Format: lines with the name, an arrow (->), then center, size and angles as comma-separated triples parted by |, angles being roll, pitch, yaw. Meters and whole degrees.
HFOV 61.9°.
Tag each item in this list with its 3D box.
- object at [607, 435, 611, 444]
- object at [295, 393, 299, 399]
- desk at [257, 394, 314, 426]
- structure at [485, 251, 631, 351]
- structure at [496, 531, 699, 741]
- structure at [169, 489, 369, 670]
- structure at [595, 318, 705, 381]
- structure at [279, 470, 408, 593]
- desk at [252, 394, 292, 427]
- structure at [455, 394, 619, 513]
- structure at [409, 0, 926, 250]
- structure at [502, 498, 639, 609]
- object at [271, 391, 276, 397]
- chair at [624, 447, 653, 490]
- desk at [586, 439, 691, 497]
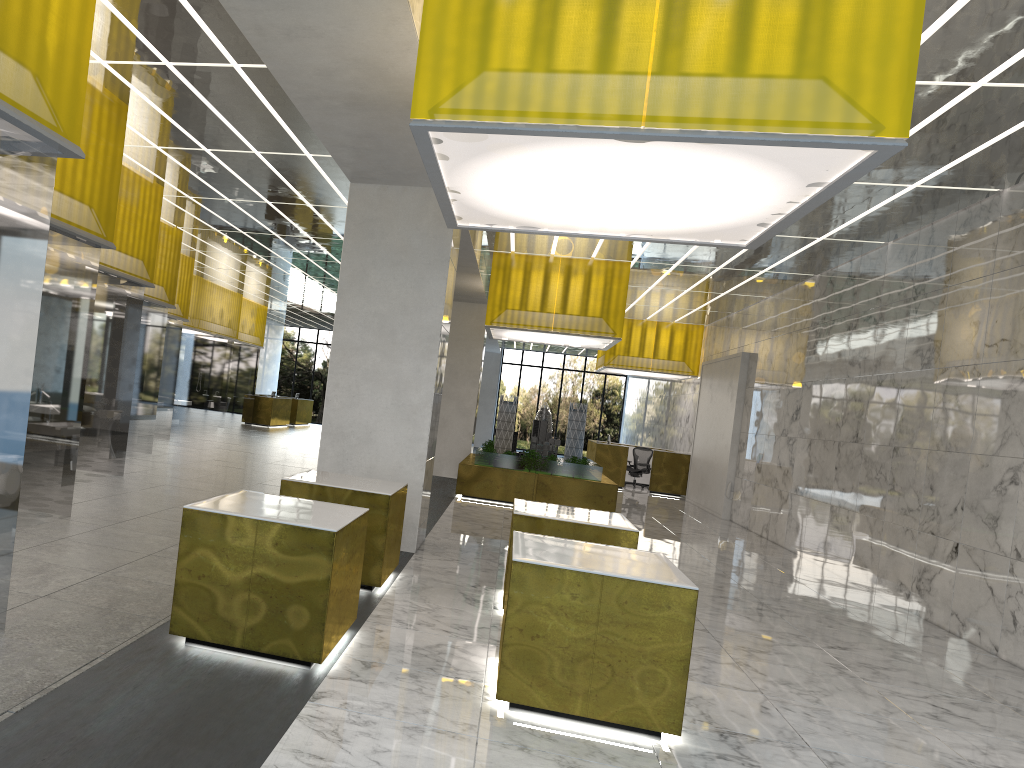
object -> 3.631, 2.202, 31.169 | 0.542, 0.668, 0.768 | 7, -1, 5
object -> -12.562, 0.861, 49.446 | 0.541, 0.668, 0.769 | 7, -1, 5
desk -> -13.509, 1.478, 49.636 | 3.174, 1.508, 3.564 | 7, -1, 6
structure -> 1.063, -2.238, 21.339 | 3.214, 2.269, 3.317 | 7, -1, 7
structure -> 0.595, 1.968, 6.899 | 1.347, 1.173, 1.477 | 7, -1, 6
structure -> -2.084, 1.670, 7.536 | 1.347, 1.173, 1.477 | 7, -1, 6
structure -> 4.898, -1.475, 30.924 | 3.215, 2.269, 3.187 | 7, -1, 7
structure -> -2.069, 1.765, 10.434 | 1.347, 1.173, 1.477 | 7, -1, 6
desk -> -13.534, 1.318, 44.731 | 3.174, 1.508, 3.564 | 7, -1, 6
structure -> 0.663, 1.668, 22.681 | 3.810, 2.571, 5.276 | 7, -1, 5
structure -> 0.991, -2.698, 7.229 | 3.214, 2.269, 3.316 | 7, -1, 7
structure -> 0.609, 2.063, 9.802 | 1.347, 1.173, 1.477 | 7, -1, 6
object -> -12.587, 0.699, 44.498 | 0.542, 0.668, 0.768 | 7, -1, 5
chair -> 4.534, 3.015, 30.774 | 1.185, 1.494, 0.976 | 7, 0, 31
desk -> 4.409, 3.012, 30.953 | 3.174, 1.508, 3.564 | 7, -1, 6
